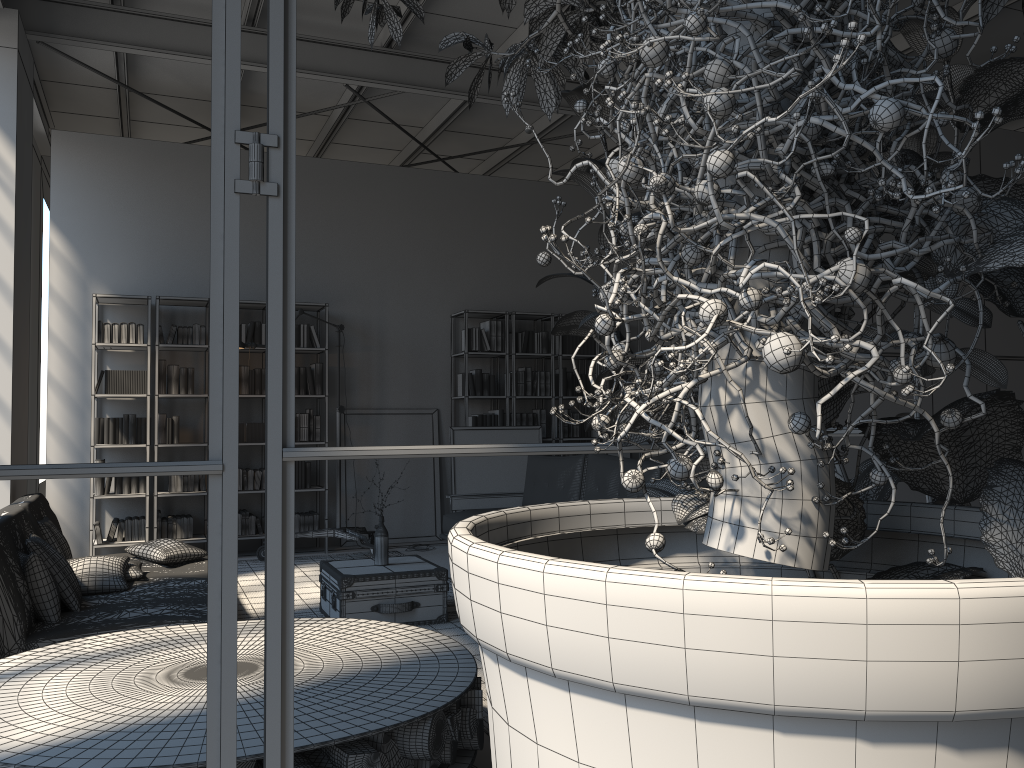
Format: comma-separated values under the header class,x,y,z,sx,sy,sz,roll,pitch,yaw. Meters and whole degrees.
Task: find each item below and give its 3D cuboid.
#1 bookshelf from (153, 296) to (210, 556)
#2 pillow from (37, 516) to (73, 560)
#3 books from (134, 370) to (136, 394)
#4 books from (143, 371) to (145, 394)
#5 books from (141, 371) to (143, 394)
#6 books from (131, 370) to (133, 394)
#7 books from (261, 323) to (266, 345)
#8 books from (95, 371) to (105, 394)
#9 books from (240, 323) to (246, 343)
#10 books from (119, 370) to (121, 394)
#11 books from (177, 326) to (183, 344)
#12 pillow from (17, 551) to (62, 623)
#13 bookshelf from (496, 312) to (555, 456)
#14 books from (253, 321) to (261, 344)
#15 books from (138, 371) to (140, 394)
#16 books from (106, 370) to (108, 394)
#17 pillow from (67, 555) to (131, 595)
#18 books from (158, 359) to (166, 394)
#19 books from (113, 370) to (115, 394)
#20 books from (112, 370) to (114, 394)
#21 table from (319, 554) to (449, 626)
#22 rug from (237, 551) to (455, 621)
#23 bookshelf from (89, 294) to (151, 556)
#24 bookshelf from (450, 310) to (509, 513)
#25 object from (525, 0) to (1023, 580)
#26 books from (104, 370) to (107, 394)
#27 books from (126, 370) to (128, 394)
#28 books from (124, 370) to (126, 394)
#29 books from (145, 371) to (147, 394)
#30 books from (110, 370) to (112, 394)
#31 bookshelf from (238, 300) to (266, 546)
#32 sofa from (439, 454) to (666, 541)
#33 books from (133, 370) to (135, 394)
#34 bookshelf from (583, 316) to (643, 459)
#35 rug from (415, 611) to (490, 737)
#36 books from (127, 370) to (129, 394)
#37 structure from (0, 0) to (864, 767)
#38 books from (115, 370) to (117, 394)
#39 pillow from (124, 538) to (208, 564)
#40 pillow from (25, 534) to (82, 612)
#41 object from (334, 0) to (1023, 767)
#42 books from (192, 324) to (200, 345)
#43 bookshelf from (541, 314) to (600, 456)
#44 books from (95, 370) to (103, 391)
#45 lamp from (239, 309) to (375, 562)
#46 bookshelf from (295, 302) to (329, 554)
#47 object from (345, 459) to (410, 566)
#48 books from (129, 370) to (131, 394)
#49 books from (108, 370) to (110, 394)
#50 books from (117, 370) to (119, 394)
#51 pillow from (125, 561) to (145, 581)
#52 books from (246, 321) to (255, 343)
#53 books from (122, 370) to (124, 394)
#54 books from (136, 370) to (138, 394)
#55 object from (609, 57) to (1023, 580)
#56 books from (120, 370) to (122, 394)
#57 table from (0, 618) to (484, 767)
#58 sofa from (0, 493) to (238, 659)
class,x,y,z,sx,sy,sz,roll,pitch,yaw
bookshelf,-2.895,0.398,7.785,0.455,2.276,0.455,1,-3,-22
pillow,-2.750,0.980,5.349,0.190,0.357,0.422,1,-3,-23
books,-3.226,-0.008,7.596,0.014,0.207,0.157,1,-3,-22
books,-3.163,-0.008,7.622,0.014,0.207,0.157,1,-3,-22
books,-3.176,-0.008,7.616,0.014,0.207,0.157,1,-3,-22
books,-3.251,-0.009,7.585,0.014,0.207,0.157,1,-3,-22
books,-2.274,-0.429,8.075,0.035,0.229,0.196,1,-3,-22
books,-3.482,-0.010,7.490,0.073,0.201,0.156,1,-3,-25
books,-2.433,-0.428,8.010,0.039,0.222,0.161,1,-3,-22
books,-3.338,-0.010,7.549,0.014,0.207,0.157,1,-3,-22
books,-2.923,-0.414,7.803,0.040,0.174,0.240,1,-3,-22
pillow,-2.245,0.975,4.191,0.186,0.404,0.394,1,-3,-34
bookshelf,0.137,0.430,9.035,0.455,2.276,0.455,1,-3,-22
books,-2.318,-0.439,8.059,0.057,0.242,0.178,1,-3,-22
books,-3.201,-0.008,7.606,0.014,0.207,0.157,1,-3,-22
books,-3.426,-0.011,7.513,0.014,0.207,0.157,1,-3,-22
pillow,-2.310,1.047,4.852,0.406,0.190,0.359,1,-3,-22
books,-3.023,-0.053,7.647,0.071,0.304,0.224,1,-3,-22
books,-3.376,-0.010,7.534,0.014,0.207,0.157,1,-3,-22
books,-3.389,-0.010,7.528,0.014,0.207,0.157,1,-3,-22
table,-0.788,1.266,5.385,0.667,0.330,0.706,1,-3,-22
rug,-1.484,1.472,6.596,1.961,0.007,2.524,1,-3,-22
bookshelf,-3.362,0.395,7.631,0.455,2.276,0.455,1,-3,-22
bookshelf,-0.323,0.426,8.864,0.455,2.276,0.455,1,-3,-22
object,0.665,0.174,1.554,1.253,2.183,1.309,0,-2,-12
books,-3.439,-0.011,7.508,0.014,0.207,0.157,1,-3,-22
books,-3.288,-0.009,7.570,0.014,0.207,0.157,1,-3,-22
books,-3.301,-0.009,7.565,0.014,0.207,0.157,1,-3,-22
books,-3.151,-0.008,7.627,0.014,0.207,0.157,1,-3,-22
books,-3.401,-0.010,7.523,0.014,0.207,0.157,1,-3,-22
bookshelf,-2.440,0.404,8.012,0.455,2.276,0.455,1,-3,-22
sofa,0.259,0.966,6.261,0.952,0.948,2.347,1,-3,-22
books,-3.238,-0.009,7.591,0.014,0.207,0.157,1,-3,-22
bookshelf,1.068,0.440,9.419,0.455,2.276,0.455,1,-3,-22
rug,0.489,1.376,4.518,1.961,0.007,2.524,1,-3,-22
books,-3.276,-0.009,7.575,0.014,0.207,0.157,1,-3,-22
structure,0.315,-0.468,0.577,2.994,3.454,2.452,1,-3,-22
books,-3.363,-0.010,7.539,0.014,0.207,0.157,1,-3,-22
pillow,-2.268,1.108,5.855,0.375,0.177,0.407,-2,-3,28
pillow,-2.292,0.951,4.443,0.252,0.404,0.512,1,-3,-26
object,0.282,-0.834,1.048,2.486,4.154,2.243,-2,-3,39
books,-2.798,-0.425,7.840,0.056,0.195,0.270,1,-3,-22
bookshelf,0.610,0.435,9.236,0.455,2.276,0.455,1,-3,-22
books,-3.494,-0.014,7.485,0.073,0.201,0.156,1,-3,-25
lamp,-1.793,0.444,7.655,1.284,2.144,1.194,0,-2,-10
bookshelf,-1.964,0.408,8.172,0.455,2.276,0.455,1,-3,-22
object,-0.786,0.755,5.420,0.443,0.709,0.194,-1,-2,18
books,-3.263,-0.009,7.580,0.014,0.207,0.157,1,-3,-22
books,-3.414,-0.010,7.518,0.014,0.207,0.157,1,-3,-22
books,-3.351,-0.010,7.544,0.014,0.207,0.157,1,-3,-22
pillow,-2.356,1.096,5.098,0.453,0.157,0.488,1,-3,-22
books,-2.372,-0.440,8.016,0.077,0.244,0.178,1,-3,-23
books,-3.313,-0.009,7.559,0.014,0.207,0.157,1,-3,-22
books,-3.213,-0.008,7.601,0.014,0.207,0.157,1,-3,-22
object,0.726,0.137,0.902,1.270,2.157,0.868,-1,-2,8
books,-3.326,-0.010,7.554,0.014,0.207,0.157,1,-3,-22
table,-0.963,1.127,2.910,1.709,0.387,1.708,1,-3,-31
sofa,-2.412,1.063,5.402,1.206,0.734,3.193,1,-3,-22
